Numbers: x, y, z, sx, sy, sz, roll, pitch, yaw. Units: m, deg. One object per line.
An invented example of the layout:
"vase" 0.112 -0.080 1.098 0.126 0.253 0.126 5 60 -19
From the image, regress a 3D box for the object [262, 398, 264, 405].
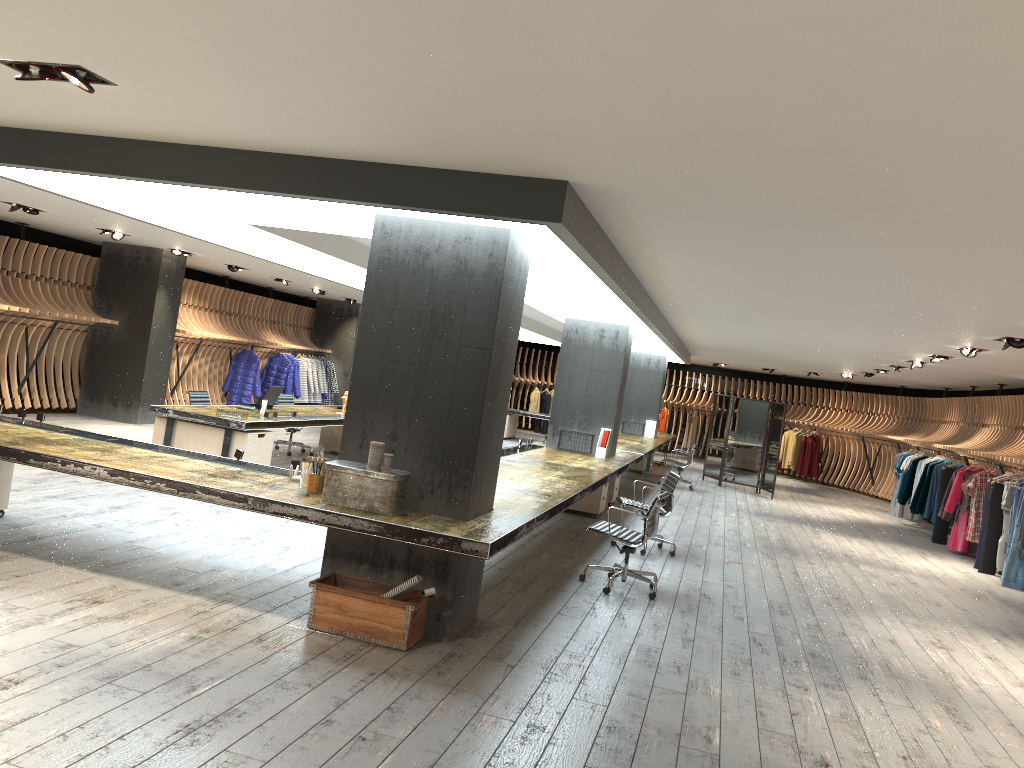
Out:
"object" -2.972 0.256 10.570 0.007 0.170 0.030 9 0 -2

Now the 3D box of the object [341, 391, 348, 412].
"object" -2.425 0.256 12.855 0.097 0.300 0.320 9 0 -3

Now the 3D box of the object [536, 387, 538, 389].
"object" 0.743 0.150 26.695 0.012 0.270 0.525 9 0 -21

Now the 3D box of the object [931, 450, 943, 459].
"object" 7.580 1.313 15.761 0.525 0.270 0.012 9 0 19

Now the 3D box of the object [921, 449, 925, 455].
"object" 7.869 1.355 16.882 0.524 0.291 0.013 9 0 9

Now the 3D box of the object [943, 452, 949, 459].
"object" 7.443 1.304 15.210 0.525 0.270 0.012 9 0 19

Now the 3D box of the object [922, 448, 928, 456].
"object" 7.835 1.353 16.783 0.524 0.285 0.013 9 0 9

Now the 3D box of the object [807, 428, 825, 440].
"object" 7.872 1.276 22.906 0.525 0.270 0.012 9 0 -11

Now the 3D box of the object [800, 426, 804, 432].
"object" 7.647 1.233 23.353 0.524 0.270 0.012 8 0 -36

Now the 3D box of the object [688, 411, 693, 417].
"object" 5.233 0.841 25.879 0.012 0.270 0.524 8 0 29

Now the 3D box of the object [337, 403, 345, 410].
"object" -2.455 0.351 13.412 0.263 0.088 0.372 9 1 14

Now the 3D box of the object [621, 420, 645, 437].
"object" 2.601 0.958 19.024 0.460 0.289 0.329 9 0 17

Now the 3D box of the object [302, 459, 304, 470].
"object" -1.339 0.563 5.678 0.007 0.170 0.030 8 0 24

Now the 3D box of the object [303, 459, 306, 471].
"object" -1.333 0.564 5.670 0.007 0.170 0.030 9 0 -2

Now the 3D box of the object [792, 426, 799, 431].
"object" 7.549 1.216 23.551 0.525 0.270 0.012 9 0 14

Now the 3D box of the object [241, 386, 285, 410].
"object" -3.140 0.159 11.183 0.365 0.316 0.372 9 0 14

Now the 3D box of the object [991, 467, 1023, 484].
"object" 6.571 1.216 11.590 0.525 0.270 0.012 9 0 14

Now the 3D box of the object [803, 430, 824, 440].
"object" 7.837 1.270 23.001 0.525 0.270 0.012 9 0 14

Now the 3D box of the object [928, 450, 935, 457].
"object" 7.709 1.334 16.245 0.525 0.270 0.012 9 0 14

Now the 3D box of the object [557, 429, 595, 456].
"object" 0.854 0.781 11.836 0.460 0.289 0.329 9 0 12

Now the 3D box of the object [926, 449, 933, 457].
"object" 7.716 1.335 16.327 0.525 0.270 0.012 9 0 14

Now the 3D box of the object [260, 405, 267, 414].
"object" -2.965 0.303 10.587 0.061 0.111 0.062 9 0 -42

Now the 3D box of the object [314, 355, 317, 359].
"object" -4.640 -0.598 20.892 0.525 0.270 0.012 9 0 14

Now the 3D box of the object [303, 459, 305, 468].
"object" -1.336 0.564 5.673 0.007 0.170 0.030 9 0 10

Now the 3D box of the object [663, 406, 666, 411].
"object" 4.535 0.729 26.250 0.012 0.270 0.525 9 0 -6

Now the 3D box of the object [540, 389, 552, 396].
"object" 1.046 0.195 26.739 0.012 0.270 0.526 9 0 -41

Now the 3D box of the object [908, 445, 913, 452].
"object" 8.099 1.370 17.947 0.525 0.270 0.012 9 0 29

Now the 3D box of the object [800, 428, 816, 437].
"object" 7.763 1.257 23.144 0.525 0.270 0.012 9 0 -11

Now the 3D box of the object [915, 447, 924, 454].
"object" 7.866 1.353 17.083 0.524 0.288 0.015 9 0 24

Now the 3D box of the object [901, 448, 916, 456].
"object" 8.032 1.363 17.674 0.525 0.270 0.012 9 0 29

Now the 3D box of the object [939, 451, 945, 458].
"object" 7.526 1.308 15.533 0.525 0.270 0.012 9 0 14

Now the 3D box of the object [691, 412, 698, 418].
"object" 5.353 0.860 25.831 0.012 0.270 0.524 8 0 34

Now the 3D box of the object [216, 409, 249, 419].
"object" -3.012 0.328 9.554 0.302 0.074 0.216 9 1 8

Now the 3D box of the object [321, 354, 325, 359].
"object" -4.513 -0.555 21.216 0.518 0.313 0.012 9 0 14

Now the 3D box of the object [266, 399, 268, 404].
"object" -2.940 0.261 10.581 0.030 0.170 0.007 9 0 -19

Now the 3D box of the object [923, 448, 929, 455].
"object" 7.796 1.337 16.676 0.525 0.270 0.012 9 0 -1

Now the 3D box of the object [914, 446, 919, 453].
"object" 8.010 1.362 17.501 0.525 0.270 0.012 9 0 -1

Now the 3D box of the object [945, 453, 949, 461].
"object" 7.392 1.297 15.014 0.525 0.270 0.012 9 0 14

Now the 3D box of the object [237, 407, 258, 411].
"object" -3.234 0.300 10.832 0.213 0.019 0.219 9 1 -1

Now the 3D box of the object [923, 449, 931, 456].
"object" 7.739 1.341 16.512 0.525 0.284 0.014 9 0 24

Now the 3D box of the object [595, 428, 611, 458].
"object" 1.217 0.785 11.806 0.129 0.383 0.239 9 0 14

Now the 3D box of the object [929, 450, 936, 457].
"object" 7.665 1.329 16.124 0.525 0.270 0.012 9 0 19

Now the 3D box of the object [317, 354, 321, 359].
"object" -4.554 -0.557 21.033 0.517 0.316 0.012 9 0 14

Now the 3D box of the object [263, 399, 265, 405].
"object" -2.963 0.258 10.566 0.007 0.170 0.030 9 0 -29

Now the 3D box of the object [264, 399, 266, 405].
"object" -2.954 0.259 10.567 0.030 0.170 0.007 8 0 34

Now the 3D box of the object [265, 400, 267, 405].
"object" -2.945 0.260 10.572 0.030 0.170 0.007 9 0 7

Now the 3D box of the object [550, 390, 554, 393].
"object" 1.240 0.224 26.772 0.012 0.270 0.526 9 0 -31

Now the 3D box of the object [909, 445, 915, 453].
"object" 8.057 1.365 17.808 0.525 0.270 0.012 9 0 4

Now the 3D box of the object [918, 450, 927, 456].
"object" 7.868 1.348 16.972 0.525 0.270 0.012 9 0 19

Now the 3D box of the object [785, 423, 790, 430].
"object" 7.397 1.193 23.814 0.524 0.270 0.012 8 0 -21
